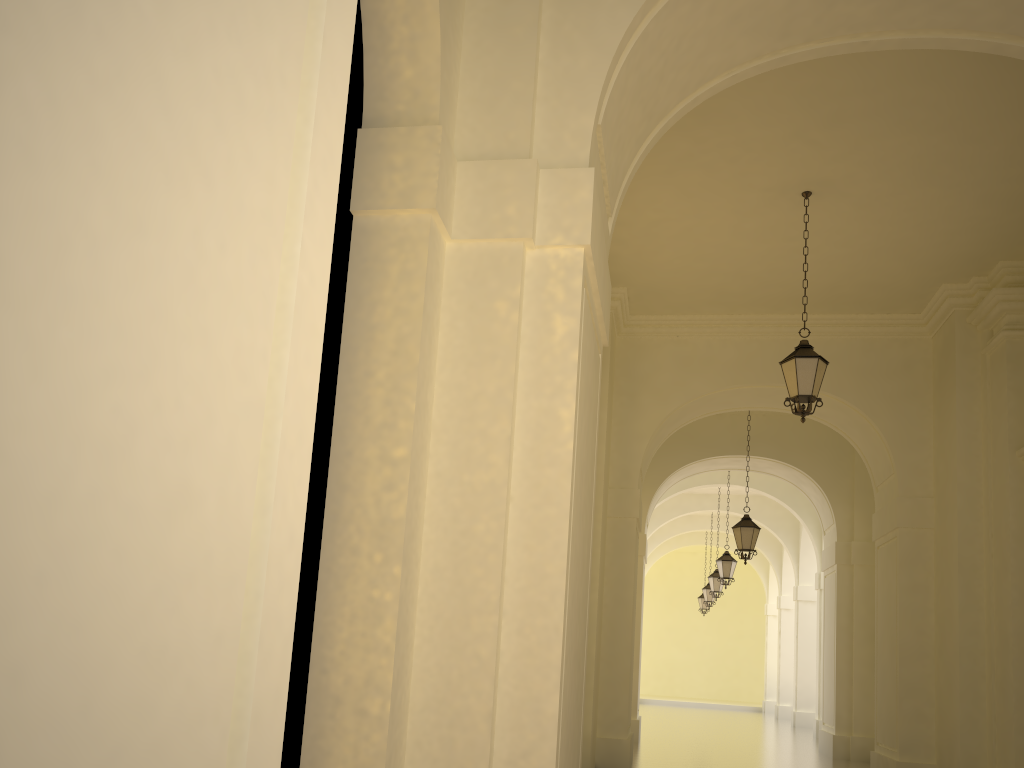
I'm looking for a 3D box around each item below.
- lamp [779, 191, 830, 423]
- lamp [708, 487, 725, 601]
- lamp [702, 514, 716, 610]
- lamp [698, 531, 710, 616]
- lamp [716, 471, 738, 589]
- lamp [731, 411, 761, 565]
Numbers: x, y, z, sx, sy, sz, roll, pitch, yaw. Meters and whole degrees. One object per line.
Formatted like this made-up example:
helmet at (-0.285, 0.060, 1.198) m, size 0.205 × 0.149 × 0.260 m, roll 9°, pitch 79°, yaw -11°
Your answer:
lamp at (3.089, -0.826, 9.239) m, size 0.444 × 2.503 × 0.520 m, roll -4°, pitch -12°, yaw 40°
lamp at (5.680, 4.349, 24.167) m, size 0.509 × 3.229 × 0.453 m, roll 2°, pitch -9°, yaw 11°
lamp at (6.330, 5.543, 27.890) m, size 0.509 × 3.229 × 0.453 m, roll 2°, pitch -9°, yaw 11°
lamp at (6.976, 6.730, 31.591) m, size 0.509 × 3.229 × 0.453 m, roll 2°, pitch -9°, yaw 11°
lamp at (5.019, 3.133, 20.375) m, size 0.509 × 3.229 × 0.453 m, roll 2°, pitch -9°, yaw 11°
lamp at (4.161, 1.556, 15.461) m, size 0.445 × 3.229 × 0.519 m, roll 7°, pitch -9°, yaw -19°
